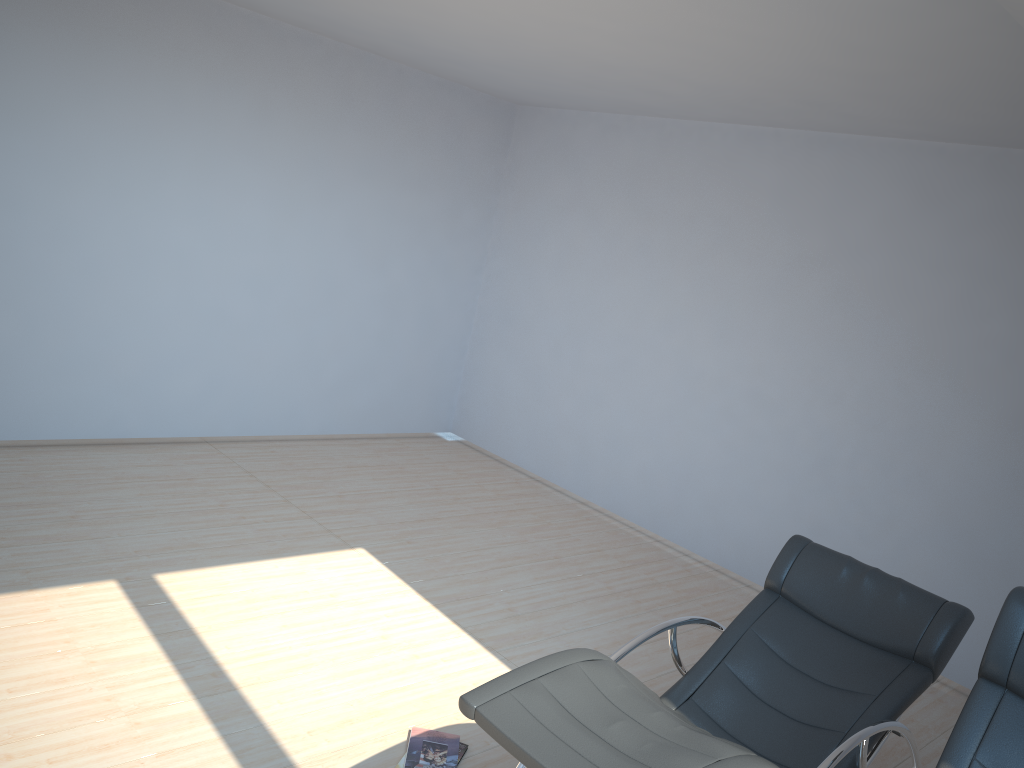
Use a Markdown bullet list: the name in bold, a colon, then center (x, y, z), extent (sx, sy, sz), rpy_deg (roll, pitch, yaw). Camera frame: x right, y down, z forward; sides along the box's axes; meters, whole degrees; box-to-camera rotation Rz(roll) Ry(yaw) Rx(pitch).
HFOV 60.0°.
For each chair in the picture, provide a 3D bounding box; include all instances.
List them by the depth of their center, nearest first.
- **chair**: center (1.087, 1.288, 1.994), extent (1.938, 1.251, 0.836), rpy_deg (2, 14, -45)
- **chair**: center (0.757, 1.177, 3.047), extent (2.114, 0.953, 0.836), rpy_deg (2, 14, -45)

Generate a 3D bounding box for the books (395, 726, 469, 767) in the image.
- **books**: center (-0.262, 1.589, 1.663), extent (1.045, 0.222, 4.790), rpy_deg (14, 10, 11)
